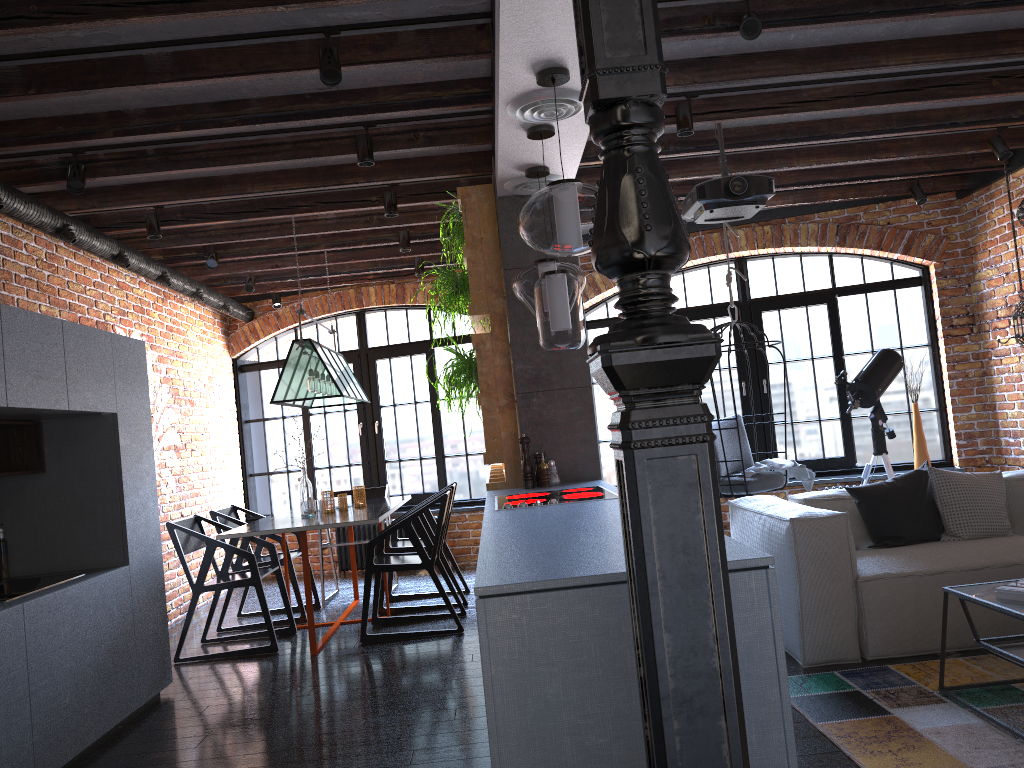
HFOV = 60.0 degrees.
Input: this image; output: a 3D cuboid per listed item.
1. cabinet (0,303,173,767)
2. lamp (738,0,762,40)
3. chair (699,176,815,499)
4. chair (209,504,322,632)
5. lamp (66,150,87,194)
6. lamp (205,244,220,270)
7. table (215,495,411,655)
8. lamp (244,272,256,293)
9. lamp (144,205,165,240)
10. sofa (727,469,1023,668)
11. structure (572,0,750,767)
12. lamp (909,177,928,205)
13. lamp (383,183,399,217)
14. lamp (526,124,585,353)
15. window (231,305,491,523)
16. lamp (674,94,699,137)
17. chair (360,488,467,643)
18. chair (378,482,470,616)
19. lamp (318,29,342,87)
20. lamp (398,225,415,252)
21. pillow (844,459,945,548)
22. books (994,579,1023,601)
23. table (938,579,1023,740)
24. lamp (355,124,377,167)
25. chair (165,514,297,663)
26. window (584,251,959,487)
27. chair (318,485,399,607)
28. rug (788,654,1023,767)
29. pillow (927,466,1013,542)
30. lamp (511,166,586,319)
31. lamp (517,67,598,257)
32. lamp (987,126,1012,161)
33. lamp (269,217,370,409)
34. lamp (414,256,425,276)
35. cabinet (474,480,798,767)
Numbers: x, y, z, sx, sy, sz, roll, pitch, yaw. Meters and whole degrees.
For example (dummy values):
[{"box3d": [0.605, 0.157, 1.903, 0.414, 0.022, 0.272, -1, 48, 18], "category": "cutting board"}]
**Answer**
[{"box3d": [-2.139, 0.592, 2.496, 0.713, 1.808, 4.175, -6, -3, -1], "category": "cabinet"}, {"box3d": [0.903, -1.386, 3.358, 0.092, 0.201, 0.162, -7, -3, 15], "category": "lamp"}, {"box3d": [1.472, -0.303, 6.001, 0.683, 2.220, 0.802, -8, -4, 44], "category": "chair"}, {"box3d": [-1.723, 1.245, 6.216, 0.610, 0.818, 0.495, -6, -3, -1], "category": "chair"}, {"box3d": [-2.117, -1.026, 4.322, 0.093, 0.210, 0.148, -5, -3, -14], "category": "lamp"}, {"box3d": [-2.155, -0.915, 6.392, 0.093, 0.201, 0.162, -5, -3, -8], "category": "lamp"}, {"box3d": [-1.170, 1.210, 5.834, 0.905, 0.737, 1.888, -6, -3, -1], "category": "table"}, {"box3d": [-2.175, -0.857, 7.384, 0.093, 0.206, 0.160, -6, -3, -5], "category": "lamp"}, {"box3d": [-2.158, -0.977, 5.354, 0.124, 0.188, 0.083, -8, -3, 33], "category": "lamp"}, {"box3d": [2.466, 0.750, 3.278, 2.536, 0.697, 3.302, -6, -3, -2], "category": "sofa"}, {"box3d": [3.989, -0.297, 2.958, 8.512, 2.393, 0.481, -5, -3, -21], "category": "structure"}, {"box3d": [2.998, -1.423, 6.547, 0.093, 0.208, 0.134, -4, -3, -26], "category": "lamp"}, {"box3d": [-0.735, -1.120, 5.404, 0.082, 0.184, 0.113, -4, -3, -35], "category": "lamp"}, {"box3d": [0.170, -0.613, 3.767, 0.195, 0.955, 0.198, -7, -3, 29], "category": "lamp"}, {"box3d": [-1.337, 0.242, 8.320, 3.145, 2.232, 0.177, -7, -3, 16], "category": "window"}, {"box3d": [0.873, -1.335, 4.413, 0.119, 0.184, 0.082, -5, -3, -5], "category": "lamp"}, {"box3d": [-0.628, 1.093, 5.449, 0.610, 0.818, 0.495, -6, -3, -1], "category": "chair"}, {"box3d": [-0.643, 1.137, 6.242, 0.610, 0.818, 0.495, -6, -3, -1], "category": "chair"}, {"box3d": [-0.683, -1.223, 3.344, 0.093, 0.210, 0.145, -5, -3, -9], "category": "lamp"}, {"box3d": [-0.764, -1.061, 6.455, 0.124, 0.184, 0.082, -5, -3, -17], "category": "lamp"}, {"box3d": [1.968, 0.608, 4.463, 0.538, 0.417, 0.239, -5, -3, -12], "category": "pillow"}, {"box3d": [1.848, 0.700, 3.040, 0.308, 0.038, 0.225, -4, -4, -31], "category": "books"}, {"box3d": [1.997, 0.887, 2.904, 0.842, 0.388, 0.849, -6, -3, -1], "category": "table"}, {"box3d": [-0.718, -1.177, 4.367, 0.082, 0.184, 0.116, -3, -4, -41], "category": "lamp"}, {"box3d": [-1.708, 1.201, 5.423, 0.610, 0.818, 0.495, -6, -3, -1], "category": "chair"}, {"box3d": [2.039, -0.141, 7.527, 3.293, 2.232, 0.177, -7, -3, 16], "category": "window"}, {"box3d": [-1.190, 1.224, 6.823, 0.495, 0.818, 0.611, -6, -3, -1], "category": "chair"}, {"box3d": [1.786, 1.100, 2.556, 1.432, 0.013, 2.365, -6, -3, -1], "category": "rug"}, {"box3d": [2.305, 0.586, 4.445, 0.543, 0.402, 0.250, -5, -3, -19], "category": "pillow"}, {"box3d": [0.161, -0.685, 4.354, 0.367, 0.747, 0.367, -4, -3, -38], "category": "lamp"}, {"box3d": [0.180, -0.791, 3.189, 0.364, 0.664, 0.364, -5, -3, -18], "category": "lamp"}, {"box3d": [3.016, -1.481, 5.488, 0.090, 0.208, 0.134, -4, -3, -34], "category": "lamp"}, {"box3d": [-1.345, -0.496, 6.101, 0.465, 1.266, 1.258, -6, -3, -1], "category": "lamp"}, {"box3d": [-0.774, -1.006, 7.448, 0.082, 0.184, 0.112, -4, -3, -33], "category": "lamp"}, {"box3d": [0.239, 0.878, 3.233, 0.607, 0.844, 2.961, -6, -3, -1], "category": "cabinet"}]
